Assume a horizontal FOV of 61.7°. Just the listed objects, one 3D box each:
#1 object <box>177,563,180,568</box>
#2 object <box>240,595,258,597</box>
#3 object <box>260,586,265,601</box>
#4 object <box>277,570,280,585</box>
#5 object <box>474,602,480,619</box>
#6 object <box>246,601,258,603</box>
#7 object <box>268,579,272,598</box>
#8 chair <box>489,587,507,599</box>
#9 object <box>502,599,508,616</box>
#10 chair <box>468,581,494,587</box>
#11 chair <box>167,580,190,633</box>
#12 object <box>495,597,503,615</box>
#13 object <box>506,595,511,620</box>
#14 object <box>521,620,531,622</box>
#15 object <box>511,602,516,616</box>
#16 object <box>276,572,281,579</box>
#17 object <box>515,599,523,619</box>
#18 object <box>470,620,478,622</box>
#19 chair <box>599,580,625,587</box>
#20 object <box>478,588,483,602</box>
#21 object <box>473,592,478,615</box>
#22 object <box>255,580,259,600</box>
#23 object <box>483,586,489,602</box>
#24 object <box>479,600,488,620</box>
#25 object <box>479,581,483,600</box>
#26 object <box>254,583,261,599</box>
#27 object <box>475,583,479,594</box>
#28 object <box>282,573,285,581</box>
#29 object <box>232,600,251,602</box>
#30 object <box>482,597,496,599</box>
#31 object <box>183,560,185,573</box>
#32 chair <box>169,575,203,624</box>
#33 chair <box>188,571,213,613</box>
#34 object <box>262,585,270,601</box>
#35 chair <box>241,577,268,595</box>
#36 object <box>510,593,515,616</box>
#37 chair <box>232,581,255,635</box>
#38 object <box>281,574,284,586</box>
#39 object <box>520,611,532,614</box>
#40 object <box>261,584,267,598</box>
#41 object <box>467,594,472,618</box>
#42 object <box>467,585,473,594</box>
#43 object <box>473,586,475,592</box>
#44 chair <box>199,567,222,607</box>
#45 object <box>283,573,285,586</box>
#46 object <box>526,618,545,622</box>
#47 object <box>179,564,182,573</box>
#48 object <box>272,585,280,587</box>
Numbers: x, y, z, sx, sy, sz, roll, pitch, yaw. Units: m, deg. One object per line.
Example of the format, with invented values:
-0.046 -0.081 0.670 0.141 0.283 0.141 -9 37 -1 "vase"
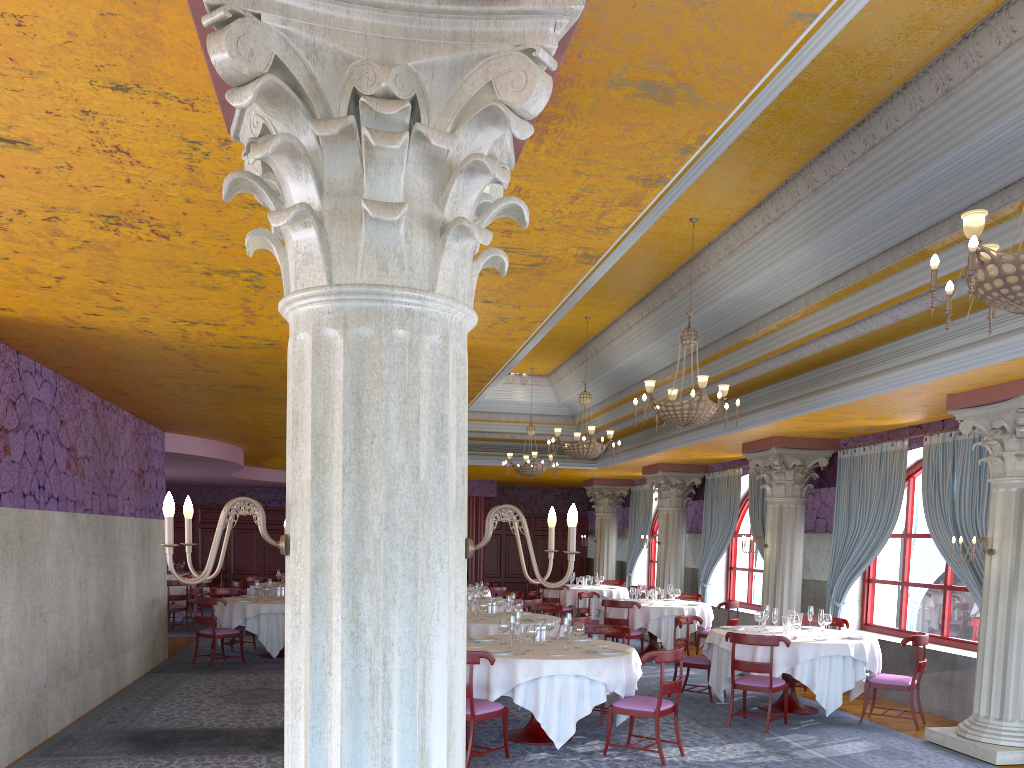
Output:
-8.986 4.948 23.087 0.122 0.268 0.121 2 3 26 "object"
-4.562 3.682 14.861 0.313 0.024 0.316 3 -10 -10 "object"
-4.116 3.452 14.119 0.085 0.240 0.084 -1 4 -30 "object"
-5.006 4.147 18.355 0.073 0.340 0.073 3 5 26 "object"
-0.481 3.100 11.729 0.085 0.240 0.084 2 3 14 "object"
-4.165 3.486 13.713 0.054 0.020 0.259 -5 -12 38 "object"
-4.164 3.511 14.720 0.073 0.340 0.073 3 5 26 "object"
-0.457 4.712 17.639 0.642 1.105 0.747 2 1 35 "chair"
-0.100 3.218 12.339 0.085 0.240 0.085 4 4 37 "object"
-0.774 5.010 19.335 0.745 1.105 0.644 1 1 34 "chair"
-7.052 4.584 17.710 0.642 1.105 0.747 2 1 35 "chair"
-0.185 3.217 12.417 0.122 0.268 0.121 1 2 3 "object"
-0.050 3.061 11.730 0.073 0.340 0.073 3 5 26 "object"
0.220 3.181 11.478 0.232 0.013 0.028 -6 -10 34 "object"
0.015 3.132 11.845 0.085 0.240 0.084 -1 4 -30 "object"
-5.091 4.243 18.701 0.122 0.268 0.121 1 2 3 "object"
0.096 3.135 11.929 0.122 0.268 0.121 1 2 3 "object"
-0.530 3.134 11.322 0.054 0.020 0.259 -5 -12 38 "object"
2.400 5.427 21.277 0.745 1.105 0.644 1 1 34 "chair"
-0.545 3.659 14.841 0.085 0.240 0.084 2 3 14 "object"
-0.529 3.158 12.329 0.073 0.340 0.073 3 5 26 "object"
-4.225 3.412 14.181 0.073 0.340 0.073 3 5 26 "object"
-0.465 3.662 14.926 0.122 0.268 0.121 -1 3 -42 "object"
-0.395 3.074 11.649 0.122 0.268 0.121 0 2 -19 "object"
-0.548 3.686 15.265 0.073 0.340 0.073 -3 6 -42 "object"
-4.310 3.508 14.527 0.122 0.268 0.121 1 2 3 "object"
-0.610 3.588 14.726 0.073 0.340 0.073 3 5 26 "object"
-5.011 4.273 18.788 0.085 0.240 0.084 -1 4 -30 "object"
-4.358 3.496 13.801 0.313 0.024 0.316 3 -10 -10 "object"
-0.422 3.916 15.672 0.313 0.024 0.317 -2 -11 19 "object"
-8.788 4.890 22.939 0.074 0.340 0.072 0 5 -19 "object"
-7.369 4.882 19.406 0.745 1.105 0.644 1 1 34 "chair"
-8.090 5.345 22.064 0.642 1.105 0.747 2 1 35 "chair"
-4.030 3.427 14.039 0.122 0.268 0.121 1 2 3 "object"
-5.725 4.905 19.336 0.642 1.105 0.747 2 1 35 "chair"
0.012 3.159 12.269 0.073 0.340 0.073 3 5 26 "object"
-5.408 4.606 17.640 0.745 1.105 0.644 1 1 34 "chair"
-4.896 4.187 18.294 0.085 0.240 0.084 -1 4 -30 "object"
0.138 3.389 12.676 0.313 0.024 0.316 3 -10 -10 "object"
-4.231 3.539 14.613 0.085 0.240 0.085 4 4 37 "object"
-0.590 3.060 11.791 0.073 0.340 0.073 3 5 26 "object"
-0.745 3.744 15.413 0.122 0.268 0.121 1 2 3 "object"
-0.660 3.745 15.335 0.086 0.240 0.084 1 3 -8 "object"
-8.407 5.643 23.760 0.745 1.105 0.644 1 1 34 "chair"
-4.810 4.161 18.214 0.122 0.268 0.121 1 2 3 "object"
0.342 3.203 11.616 0.313 0.024 0.316 3 -10 -10 "object"
-8.900 4.949 23.009 0.085 0.240 0.084 -1 4 -30 "object"
-4.946 4.220 17.887 0.054 0.020 0.259 -5 -12 38 "object"
